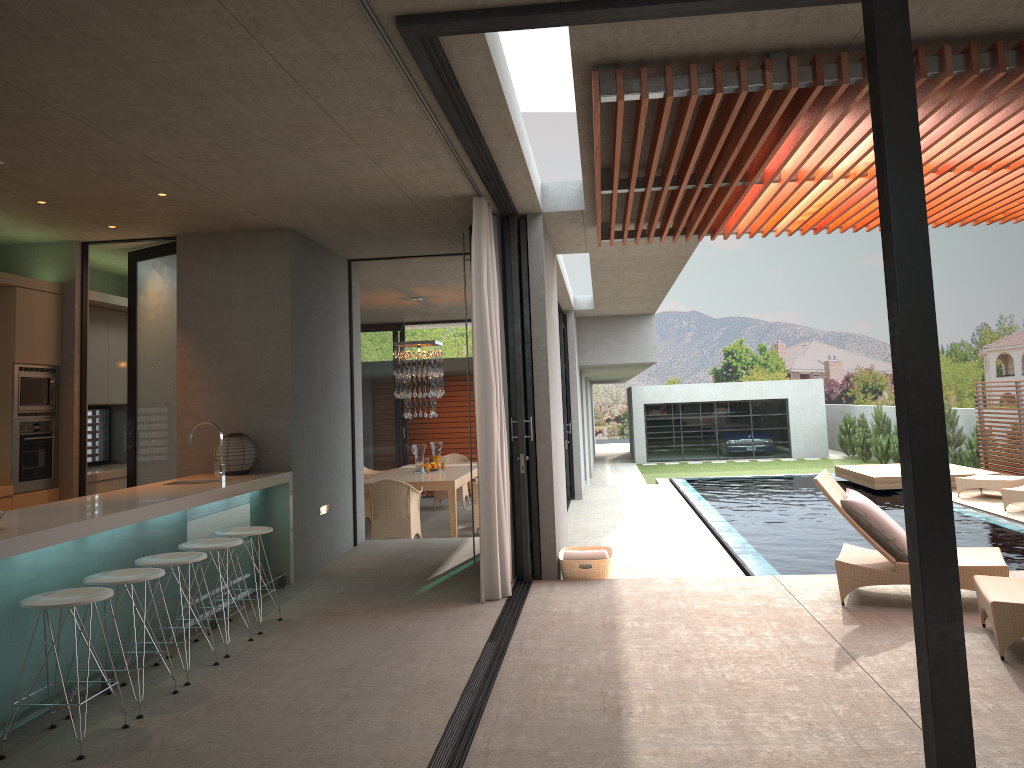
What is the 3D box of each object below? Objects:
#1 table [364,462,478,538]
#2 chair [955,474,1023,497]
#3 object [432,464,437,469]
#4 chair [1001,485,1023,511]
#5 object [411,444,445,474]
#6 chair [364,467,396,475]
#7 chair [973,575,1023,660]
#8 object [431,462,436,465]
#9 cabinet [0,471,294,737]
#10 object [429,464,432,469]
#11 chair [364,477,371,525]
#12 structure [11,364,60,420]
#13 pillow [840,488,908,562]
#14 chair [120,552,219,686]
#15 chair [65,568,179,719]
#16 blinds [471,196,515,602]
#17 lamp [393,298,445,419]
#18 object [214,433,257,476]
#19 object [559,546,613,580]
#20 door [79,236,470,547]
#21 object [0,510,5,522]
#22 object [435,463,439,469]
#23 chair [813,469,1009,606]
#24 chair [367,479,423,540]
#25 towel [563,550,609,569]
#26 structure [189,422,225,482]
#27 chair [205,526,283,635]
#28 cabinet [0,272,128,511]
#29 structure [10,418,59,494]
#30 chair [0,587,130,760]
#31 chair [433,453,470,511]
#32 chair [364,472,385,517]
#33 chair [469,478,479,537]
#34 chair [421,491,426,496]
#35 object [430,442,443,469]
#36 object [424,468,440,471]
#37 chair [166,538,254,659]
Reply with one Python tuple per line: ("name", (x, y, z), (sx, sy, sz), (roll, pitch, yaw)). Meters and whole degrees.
("table", (-1.157, 1.613, 12.451), (1.279, 0.762, 3.241), (-3, -1, 6))
("chair", (7.725, 1.262, 12.834), (0.700, 0.833, 2.282), (0, -3, -35))
("object", (-1.098, 1.180, 12.512), (0.080, 0.082, 0.081), (-5, -4, 34))
("chair", (7.506, 1.239, 11.175), (0.700, 0.833, 2.282), (0, -3, -34))
("object", (-1.199, 1.038, 12.387), (0.324, 0.389, 0.539), (-4, -3, 22))
("chair", (-2.147, 1.623, 13.644), (0.630, 0.870, 0.613), (-3, -4, 6))
("chair", (3.670, 0.959, 4.516), (2.289, 0.834, 0.697), (-3, -4, 21))
("object", (-1.121, 1.136, 12.559), (0.071, 0.048, 0.071), (-1, -3, -34))
("cabinet", (-2.406, 1.158, 5.271), (0.800, 0.905, 4.100), (-3, -1, 6))
("object", (-1.182, 1.178, 12.488), (0.094, 0.095, 0.094), (-2, -4, -4))
("chair", (-2.296, 1.601, 12.180), (0.630, 0.870, 0.613), (-3, -4, 6))
("structure", (-4.142, 0.074, 7.317), (0.459, 0.441, 0.593), (-3, -3, 6))
("pillow", (2.517, 0.965, 6.077), (0.426, 0.430, 0.606), (-4, -3, 24))
("chair", (-1.862, 1.267, 4.831), (0.382, 0.629, 0.379), (-3, -5, 6))
("chair", (-1.910, 1.260, 4.357), (0.382, 0.629, 0.379), (-3, -5, 6))
("blinds", (-0.164, 0.075, 6.793), (0.229, 2.958, 0.878), (-2, -5, 2))
("lamp", (-1.348, -0.371, 12.794), (0.618, 1.770, 0.615), (-3, -5, 6))
("object", (-2.250, 0.569, 7.197), (0.340, 0.337, 0.338), (-2, -3, -3))
("object", (0.618, 1.551, 7.308), (0.445, 0.303, 0.676), (-3, -2, 5))
("door", (-0.508, 0.740, 2.598), (5.774, 4.507, 15.232), (-1, -2, -22))
("object", (-2.532, 0.646, 4.098), (0.315, 0.082, 0.314), (-2, -1, 6))
("object", (-1.079, 1.176, 12.594), (0.087, 0.088, 0.086), (-2, -4, -4))
("chair", (3.217, 1.001, 5.758), (2.288, 0.834, 0.697), (-3, -4, 25))
("chair", (-1.374, 1.529, 10.390), (0.617, 0.870, 0.626), (-3, -4, 6))
("towel", (0.606, 1.491, 7.165), (0.369, 0.314, 0.307), (-3, -4, 6))
("structure", (-2.279, 0.504, 6.573), (0.258, 0.445, 0.096), (-3, -6, 6))
("chair", (-1.764, 1.283, 5.824), (0.382, 0.629, 0.379), (-3, -5, 6))
("cabinet", (-3.676, 0.381, 5.869), (1.964, 2.583, 7.433), (-3, -2, 6))
("structure", (-4.103, 0.584, 7.263), (0.497, 0.584, 0.593), (-3, -3, 6))
("chair", (-1.958, 1.253, 3.889), (0.382, 0.629, 0.379), (-3, -5, 6))
("chair", (-0.997, 1.594, 14.505), (0.617, 0.870, 0.626), (-3, -4, 6))
("chair", (-2.221, 1.612, 12.912), (0.630, 0.870, 0.613), (-3, -4, 6))
("chair", (-0.190, 1.499, 11.259), (0.630, 0.870, 0.613), (-3, -4, 6))
("chair", (-2.143, 2.304, 18.280), (0.616, 0.870, 0.626), (1, -5, -39))
("object", (-1.101, 1.044, 12.901), (0.193, 0.390, 0.191), (-1, -5, -12))
("object", (-1.162, 1.218, 12.570), (0.310, 0.034, 0.308), (-2, -1, -26))
("chair", (-1.814, 1.275, 5.324), (0.382, 0.629, 0.379), (-3, -5, 6))
